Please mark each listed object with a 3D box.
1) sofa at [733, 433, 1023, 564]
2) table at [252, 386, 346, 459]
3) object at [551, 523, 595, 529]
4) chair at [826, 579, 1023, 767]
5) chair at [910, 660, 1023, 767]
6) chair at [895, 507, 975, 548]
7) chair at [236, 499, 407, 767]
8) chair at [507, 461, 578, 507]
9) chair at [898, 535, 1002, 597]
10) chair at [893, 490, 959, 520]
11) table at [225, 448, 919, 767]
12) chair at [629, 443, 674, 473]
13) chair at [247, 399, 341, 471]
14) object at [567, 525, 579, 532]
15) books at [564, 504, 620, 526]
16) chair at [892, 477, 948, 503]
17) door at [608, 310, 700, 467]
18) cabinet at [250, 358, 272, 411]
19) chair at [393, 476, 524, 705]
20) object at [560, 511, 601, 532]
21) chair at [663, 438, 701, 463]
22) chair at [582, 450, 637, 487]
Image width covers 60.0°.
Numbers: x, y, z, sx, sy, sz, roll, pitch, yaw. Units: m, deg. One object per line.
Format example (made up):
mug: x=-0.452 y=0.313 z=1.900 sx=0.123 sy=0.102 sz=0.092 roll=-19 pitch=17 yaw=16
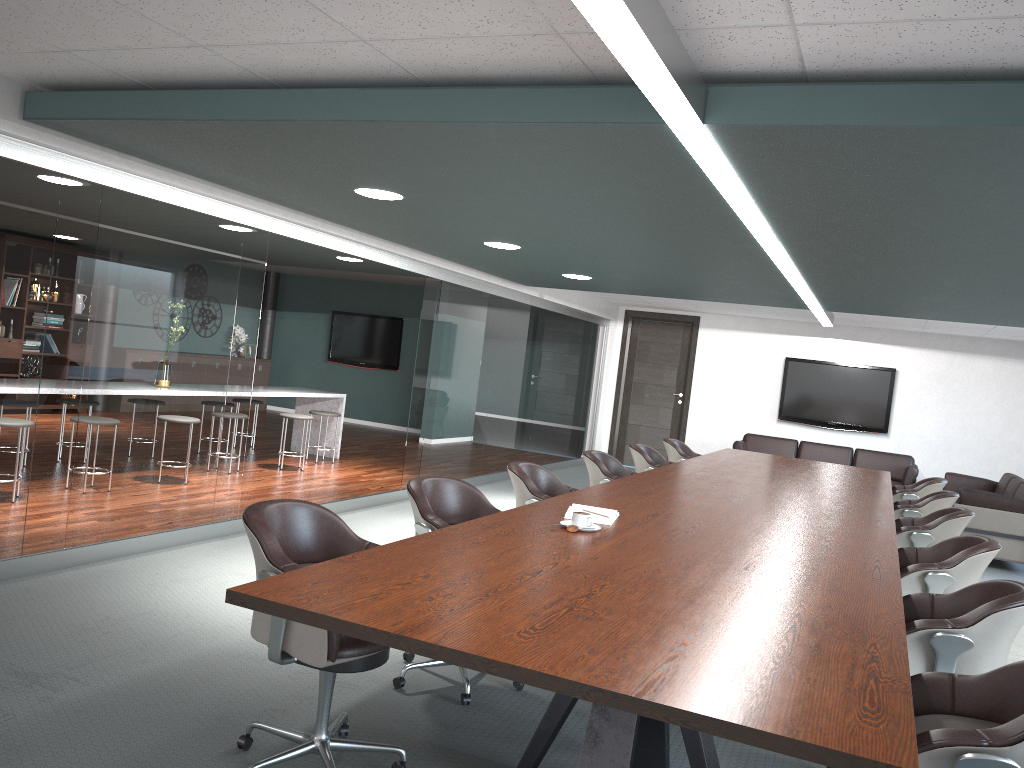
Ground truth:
sofa: x=4.034 y=1.144 z=9.332 sx=1.976 sy=0.728 sz=4.057 roll=6 pitch=2 yaw=-24
table: x=-2.977 y=0.370 z=7.514 sx=0.609 sy=0.699 sz=4.577 roll=7 pitch=2 yaw=23
object: x=0.213 y=0.501 z=3.097 sx=0.155 sy=0.012 sz=0.034 roll=7 pitch=2 yaw=0
chair: x=1.351 y=0.980 z=2.856 sx=0.523 sy=0.761 sz=0.533 roll=7 pitch=2 yaw=4
chair: x=0.973 y=0.960 z=1.933 sx=0.518 sy=0.761 sz=0.535 roll=8 pitch=2 yaw=29
chair: x=2.205 y=1.028 z=4.873 sx=0.518 sy=0.761 sz=0.535 roll=8 pitch=2 yaw=29
chair: x=-0.568 y=0.758 z=2.614 sx=0.518 sy=0.761 sz=0.535 roll=8 pitch=2 yaw=29
chair: x=0.190 y=0.799 z=4.422 sx=0.518 sy=0.761 sz=0.535 roll=8 pitch=2 yaw=29
chair: x=1.753 y=1.002 z=3.817 sx=0.523 sy=0.761 sz=0.533 roll=7 pitch=2 yaw=-1
chair: x=2.611 y=1.049 z=5.859 sx=0.523 sy=0.761 sz=0.533 roll=7 pitch=2 yaw=8
table: x=1.262 y=0.947 z=4.750 sx=1.374 sy=0.706 sz=6.694 roll=7 pitch=2 yaw=23
chair: x=1.076 y=0.848 z=6.516 sx=0.523 sy=0.761 sz=0.533 roll=7 pitch=2 yaw=4
chair: x=-3.031 y=0.458 z=7.567 sx=1.479 sy=0.512 sz=4.029 roll=7 pitch=2 yaw=22
object: x=0.210 y=0.500 z=3.068 sx=0.044 sy=0.021 sz=0.041 roll=7 pitch=2 yaw=15
books: x=0.314 y=0.497 z=3.435 sx=0.180 sy=0.032 sz=0.285 roll=7 pitch=2 yaw=13
chair: x=3.046 y=1.073 z=6.879 sx=0.518 sy=0.761 sz=0.535 roll=8 pitch=2 yaw=29
door: x=1.933 y=0.098 z=12.090 sx=1.038 sy=2.130 sz=0.139 roll=7 pitch=2 yaw=23
cabinet: x=-6.436 y=-0.132 z=8.597 sx=0.402 sy=0.820 sz=12.287 roll=7 pitch=2 yaw=23
chair: x=-0.201 y=0.778 z=3.488 sx=0.518 sy=0.761 sz=0.535 roll=8 pitch=2 yaw=43
object: x=0.245 y=0.485 z=3.144 sx=0.146 sy=0.056 sz=0.146 roll=5 pitch=2 yaw=-43
chair: x=1.499 y=0.871 z=7.545 sx=0.518 sy=0.761 sz=0.535 roll=8 pitch=2 yaw=29
chair: x=0.654 y=0.825 z=5.530 sx=0.518 sy=0.761 sz=0.535 roll=8 pitch=2 yaw=29
